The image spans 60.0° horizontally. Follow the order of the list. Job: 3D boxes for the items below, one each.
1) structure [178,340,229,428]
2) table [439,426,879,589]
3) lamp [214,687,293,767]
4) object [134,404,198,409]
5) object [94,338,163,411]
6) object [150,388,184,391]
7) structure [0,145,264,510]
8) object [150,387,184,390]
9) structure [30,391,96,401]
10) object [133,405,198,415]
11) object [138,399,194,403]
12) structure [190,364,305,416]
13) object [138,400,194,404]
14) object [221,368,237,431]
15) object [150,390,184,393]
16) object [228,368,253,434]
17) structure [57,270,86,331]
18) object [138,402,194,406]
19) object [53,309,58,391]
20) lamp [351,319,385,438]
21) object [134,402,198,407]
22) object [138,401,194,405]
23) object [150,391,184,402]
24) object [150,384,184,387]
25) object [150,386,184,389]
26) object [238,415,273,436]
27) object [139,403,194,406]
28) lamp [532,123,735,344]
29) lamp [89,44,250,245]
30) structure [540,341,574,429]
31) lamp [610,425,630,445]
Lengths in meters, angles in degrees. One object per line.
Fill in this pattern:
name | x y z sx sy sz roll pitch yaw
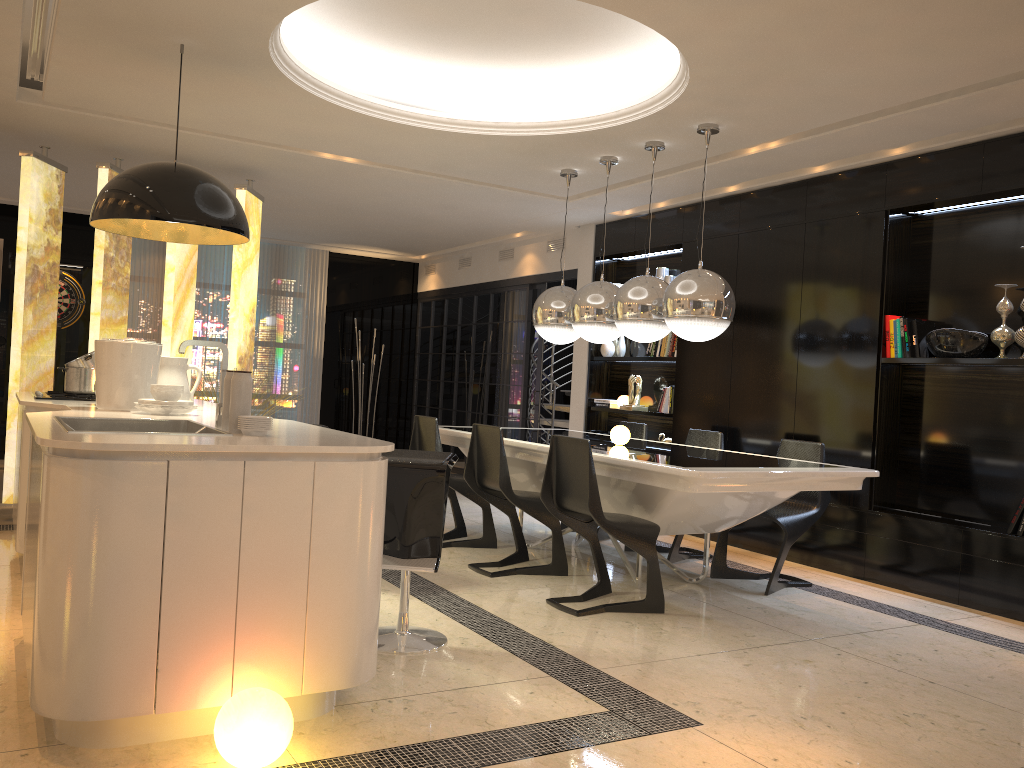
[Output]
structure | -1.092 0.001 3.151 0.177 0.310 0.089 3 0 -30
table | 0.596 0.757 5.596 1.293 0.759 3.031 3 0 -30
lamp | -0.718 0.958 2.471 0.213 0.214 0.212 3 0 20
object | -1.513 0.110 3.877 0.264 0.033 0.264 3 0 29
object | -1.765 -0.046 4.070 0.288 0.330 0.288 3 0 -13
object | -1.509 0.048 3.877 0.138 0.051 0.138 3 0 18
structure | -2.885 -0.336 6.345 2.180 2.555 0.448 3 0 -30
object | -1.509 0.042 3.877 0.138 0.051 0.138 3 0 18
structure | -2.447 0.068 5.054 0.502 0.026 0.811 3 0 -30
object | -1.513 0.116 3.877 0.264 0.033 0.264 3 0 29
object | -1.511 0.079 3.877 0.229 0.016 0.229 3 0 0
structure | -3.107 0.356 9.766 1.282 1.142 1.275 3 0 16
object | -1.511 0.083 3.877 0.229 0.016 0.229 3 0 0
object | -0.969 0.053 3.086 0.071 0.219 0.071 3 0 36
object | -1.510 0.053 3.877 0.138 0.051 0.138 3 0 18
object | -0.915 0.056 2.993 0.071 0.219 0.071 3 0 -39
structure | -4.961 -0.908 9.563 0.669 0.669 0.048 3 0 -30
object | -1.512 0.093 3.877 0.229 0.016 0.229 3 0 0
object | -4.691 0.034 9.066 0.026 1.605 0.027 3 0 8
lamp | -1.850 0.096 11.136 0.418 1.801 0.200 3 0 -30
object | -1.512 0.104 3.877 0.264 0.033 0.264 3 0 29
object | -1.512 0.088 3.877 0.229 0.016 0.229 3 0 0
object | -1.510 0.059 3.877 0.138 0.051 0.138 3 0 18
object | -1.508 0.030 3.877 0.138 0.051 0.138 3 0 18
object | -1.509 0.036 3.877 0.138 0.051 0.138 3 0 18
object | -0.850 0.139 2.936 0.111 0.062 0.111 3 0 -9
object | -1.512 0.097 3.877 0.229 0.016 0.229 3 0 0
lamp | 0.724 -0.871 5.646 0.408 1.226 1.827 3 0 -30
lamp | -1.592 -1.166 4.214 0.710 0.898 0.710 3 0 -20
structure | 0.775 -0.925 11.116 1.964 4.134 3.425 3 0 -30
lamp | 0.673 0.318 5.518 0.125 0.125 0.125 3 0 20
